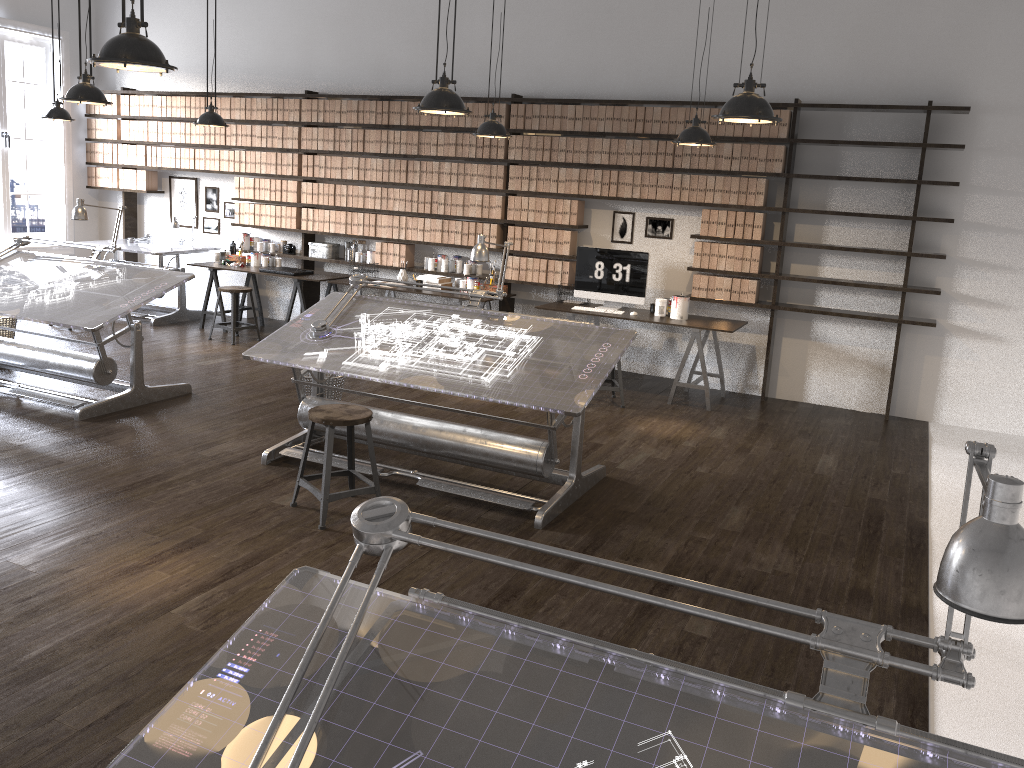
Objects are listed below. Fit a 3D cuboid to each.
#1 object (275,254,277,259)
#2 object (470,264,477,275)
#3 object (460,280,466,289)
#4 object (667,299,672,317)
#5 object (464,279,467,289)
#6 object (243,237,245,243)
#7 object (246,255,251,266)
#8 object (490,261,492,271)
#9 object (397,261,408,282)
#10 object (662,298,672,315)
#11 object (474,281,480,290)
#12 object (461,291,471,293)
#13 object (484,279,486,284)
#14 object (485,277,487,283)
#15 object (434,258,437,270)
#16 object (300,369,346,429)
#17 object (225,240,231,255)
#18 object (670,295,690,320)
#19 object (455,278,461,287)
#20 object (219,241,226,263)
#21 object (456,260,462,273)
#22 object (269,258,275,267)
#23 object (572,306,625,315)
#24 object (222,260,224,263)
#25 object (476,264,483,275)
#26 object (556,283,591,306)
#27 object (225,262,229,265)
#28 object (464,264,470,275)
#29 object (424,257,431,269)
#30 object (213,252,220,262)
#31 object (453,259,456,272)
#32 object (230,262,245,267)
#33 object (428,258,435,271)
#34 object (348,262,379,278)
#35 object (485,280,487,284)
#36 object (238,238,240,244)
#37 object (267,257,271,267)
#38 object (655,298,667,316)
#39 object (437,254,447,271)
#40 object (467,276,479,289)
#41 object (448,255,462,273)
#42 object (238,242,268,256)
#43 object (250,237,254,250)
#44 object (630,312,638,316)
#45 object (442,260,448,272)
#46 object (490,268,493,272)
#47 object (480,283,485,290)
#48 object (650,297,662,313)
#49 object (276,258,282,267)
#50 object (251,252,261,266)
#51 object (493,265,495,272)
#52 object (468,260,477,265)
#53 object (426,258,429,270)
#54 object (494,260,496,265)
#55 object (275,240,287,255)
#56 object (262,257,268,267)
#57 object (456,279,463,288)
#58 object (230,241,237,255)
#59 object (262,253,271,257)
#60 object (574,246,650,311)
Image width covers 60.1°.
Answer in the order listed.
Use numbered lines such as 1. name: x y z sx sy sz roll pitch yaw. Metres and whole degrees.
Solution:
1. object: -2.498 -1.308 9.334 0.036 0.116 0.005 7 11 19
2. object: -0.371 -1.096 8.486 0.062 0.094 0.064 -4 13 -33
3. object: -0.460 -0.925 8.296 0.062 0.093 0.062 1 11 -16
4. object: 1.343 -0.634 7.424 0.068 0.153 0.069 4 10 1
5. object: -0.434 -0.937 8.352 0.045 0.100 0.044 8 11 24
6. object: -2.843 -1.451 9.341 0.055 0.191 0.006 8 11 23
7. object: -2.761 -1.295 9.274 0.050 0.111 0.049 8 11 20
8. object: -0.190 -1.019 8.139 0.055 0.212 0.007 10 12 31
9. object: -1.065 -1.097 8.652 0.101 0.207 0.102 0 11 -20
10. object: 1.316 -0.654 7.508 0.097 0.142 0.096 13 14 40
11. object: -0.322 -0.895 8.176 0.050 0.111 0.049 9 12 27
12. object: -0.371 -0.835 8.040 0.197 0.050 0.133 3 12 -5
13. object: -0.260 -0.920 8.204 0.040 0.129 0.005 8 11 22
14. object: -0.250 -0.919 8.206 0.033 0.146 0.005 8 11 23
15. object: -0.755 -1.173 8.673 0.045 0.126 0.044 8 11 24
16. object: -1.273 0.104 5.884 0.354 0.374 0.355 -7 16 -43
17. object: -3.025 -1.411 9.419 0.069 0.235 0.068 8 11 21
18. object: 1.390 -0.629 7.327 0.144 0.194 0.146 3 11 -3
19. object: -0.513 -0.957 8.420 0.062 0.093 0.062 -1 12 -24
20. object: -3.056 -1.395 9.356 0.069 0.227 0.068 8 11 21
21. object: -0.513 -1.135 8.575 0.062 0.118 0.062 2 11 -7
22. object: -2.511 -1.273 9.267 0.062 0.092 0.064 0 11 -16
23. object: 0.728 -0.622 7.484 0.440 0.017 0.119 8 13 19
24. object: -3.027 -1.289 9.327 0.049 0.037 0.049 8 13 20
25. object: -0.314 -1.102 8.527 0.062 0.095 0.062 -4 13 -33
26. object: 0.554 -0.800 7.892 0.284 0.159 0.205 7 12 16
27. object: -2.946 -1.244 9.190 0.011 0.017 0.173 -4 15 -33
28. object: -0.430 -1.093 8.455 0.062 0.095 0.062 -4 13 -33
29. object: -0.835 -1.193 8.741 0.062 0.118 0.062 -1 12 -24
30. object: -3.128 -1.343 9.383 0.068 0.103 0.069 9 12 28
31. object: -0.559 -1.148 8.616 0.044 0.126 0.045 13 14 41
32. object: -2.842 -1.241 9.152 0.132 0.050 0.198 -5 15 -35
33. object: -0.782 -1.162 8.617 0.062 0.118 0.062 1 11 -16
34. object: -1.454 -1.108 8.696 0.204 0.159 0.286 9 13 24
35. object: -0.250 -0.920 8.225 0.041 0.123 0.005 7 11 21
36. object: -2.863 -1.447 9.347 0.071 0.184 0.008 8 11 25
37. object: -2.553 -1.285 9.306 0.045 0.100 0.044 8 11 24
38. object: 1.248 -0.640 7.425 0.095 0.143 0.095 -5 14 -39
39. object: -0.685 -1.185 8.673 0.095 0.160 0.094 8 11 20
40. object: -0.365 -0.925 8.236 0.105 0.140 0.104 10 13 31
41. object: -0.564 -1.167 8.631 0.094 0.160 0.206 9 13 25
42. object: -2.757 -1.437 9.441 0.346 0.145 0.077 -8 15 -42
43. object: -2.834 -1.534 9.640 0.050 0.138 0.051 8 11 22
44. object: 1.015 -0.586 7.368 0.059 0.028 0.107 8 13 20
45. object: -0.649 -1.141 8.561 0.062 0.118 0.062 2 11 -7
46. object: -0.187 -0.992 8.133 0.038 0.152 0.008 1 10 -16
47. object: -0.273 -0.891 8.225 0.060 0.088 0.060 10 12 28
48. object: 1.233 -0.678 7.602 0.096 0.141 0.092 4 11 4
49. object: -2.449 -1.275 9.291 0.062 0.093 0.062 0 11 -16
50. object: -2.684 -1.306 9.279 0.105 0.140 0.105 7 11 16
51. object: -0.175 -1.004 8.132 0.008 0.184 0.072 -1 11 -23
52. object: -0.385 -1.138 8.608 0.094 0.128 0.095 6 11 11
53. object: -0.813 -1.177 8.679 0.063 0.117 0.063 -1 12 -24
54. object: -0.166 -1.026 8.143 0.020 0.226 0.007 -3 12 -34
55. object: -2.460 -1.447 9.459 0.107 0.160 0.238 2 12 -10
56. object: -2.580 -1.274 9.250 0.062 0.093 0.062 -2 12 -25
57. object: -0.491 -0.941 8.358 0.063 0.092 0.063 -1 12 -24
58. object: -2.990 -1.423 9.496 0.069 0.227 0.068 8 11 21
59. object: -2.595 -1.312 9.357 0.095 0.127 0.094 9 12 28
60. object: 0.864 -0.908 7.661 0.645 0.513 0.206 9 12 24
